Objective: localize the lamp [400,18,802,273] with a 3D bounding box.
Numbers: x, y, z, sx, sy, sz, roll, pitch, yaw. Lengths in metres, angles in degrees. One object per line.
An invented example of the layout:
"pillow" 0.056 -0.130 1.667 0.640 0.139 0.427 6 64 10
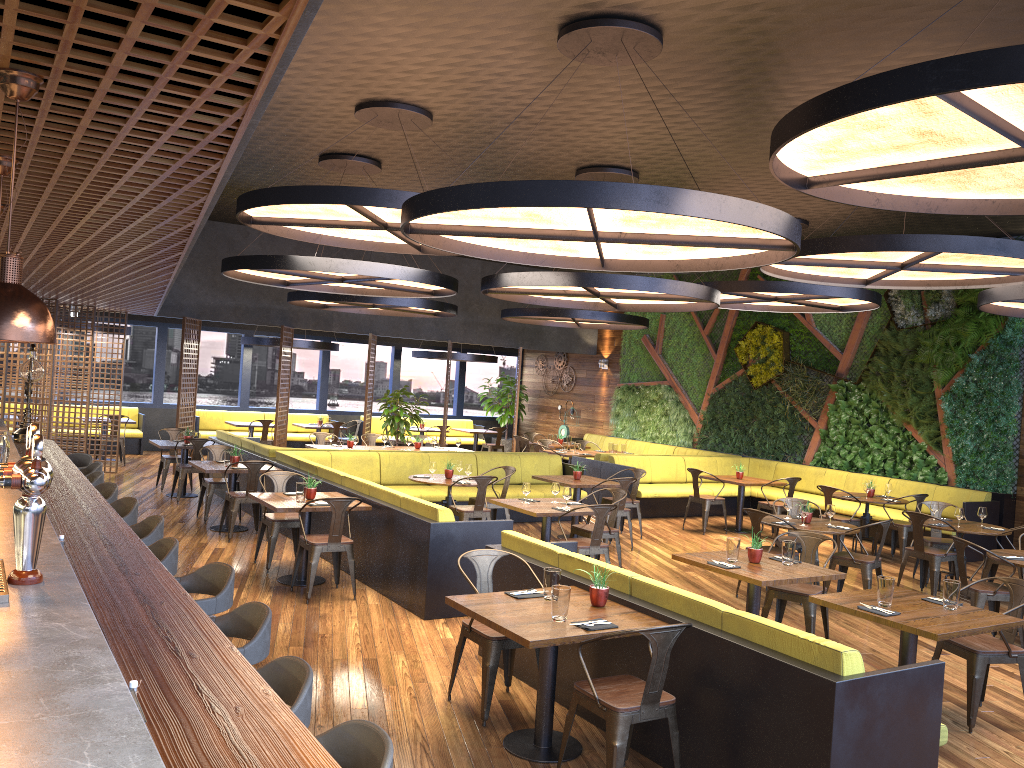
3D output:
"lamp" 0.649 -1.718 6.326 2.778 1.475 2.778 4 0 23

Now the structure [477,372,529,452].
"structure" -0.156 0.785 22.343 1.493 2.184 1.272 4 0 -32

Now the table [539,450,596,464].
"table" 1.072 1.618 15.997 0.887 0.763 0.906 4 0 -32

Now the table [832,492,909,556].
"table" 4.731 1.890 11.854 1.007 0.760 1.007 4 0 26

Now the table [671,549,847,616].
"table" 1.813 1.726 6.650 0.887 0.763 0.906 4 0 -32

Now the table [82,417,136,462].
"table" -7.545 1.035 16.456 0.887 0.763 0.906 4 0 -32

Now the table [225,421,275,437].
"table" -5.252 1.181 17.873 0.887 0.763 0.906 4 0 -32

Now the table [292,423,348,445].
"table" -4.063 1.257 18.612 0.906 0.763 0.887 4 0 -32

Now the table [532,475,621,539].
"table" 0.850 1.631 11.575 0.887 0.763 0.906 4 0 -32

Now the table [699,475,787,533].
"table" 3.398 1.793 13.150 0.887 0.763 0.906 4 0 -32

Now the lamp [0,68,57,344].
"lamp" -1.272 -0.446 2.248 0.250 0.673 0.250 4 0 -44

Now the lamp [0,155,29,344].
"lamp" -1.897 -0.494 3.264 0.250 0.673 0.250 4 0 1

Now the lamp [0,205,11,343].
"lamp" -2.576 -0.547 4.369 0.250 0.673 0.250 4 0 1

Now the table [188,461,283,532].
"table" -3.345 1.354 10.627 0.887 0.763 0.906 4 0 -32

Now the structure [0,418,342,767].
"structure" -3.349 0.422 4.304 2.700 2.700 9.298 4 0 -32

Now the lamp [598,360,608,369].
"lamp" 2.062 -0.455 20.288 0.189 0.215 0.215 4 0 -32

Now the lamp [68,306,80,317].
"lamp" -7.027 -1.168 14.230 0.228 0.172 0.228 4 0 -32

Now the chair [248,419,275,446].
"chair" -4.880 1.130 17.279 0.504 0.917 0.541 4 0 -31

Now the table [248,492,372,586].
"table" -1.932 1.463 8.329 0.887 0.763 0.906 4 0 -32

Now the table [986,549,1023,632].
"table" 4.648 1.910 7.671 1.007 0.760 1.007 4 0 -38

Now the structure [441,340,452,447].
"structure" -1.355 0.471 18.218 0.050 2.700 0.852 4 0 -2

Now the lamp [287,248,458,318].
"lamp" -2.244 -1.964 14.666 2.778 1.475 2.778 4 0 -31

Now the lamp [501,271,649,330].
"lamp" 1.221 -1.820 16.710 2.778 1.362 2.778 4 0 23

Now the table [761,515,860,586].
"table" 2.971 1.789 9.005 1.007 0.760 1.007 4 0 -44

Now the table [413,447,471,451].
"table" -1.140 1.477 14.813 0.906 0.763 0.887 4 0 -32

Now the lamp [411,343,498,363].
"lamp" -1.245 -1.629 20.376 1.979 2.172 1.979 4 0 43

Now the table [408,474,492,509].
"table" -0.769 1.527 10.704 1.007 0.760 1.007 4 0 6

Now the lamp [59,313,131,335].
"lamp" -7.976 -2.055 16.216 1.979 2.172 1.979 4 0 -25

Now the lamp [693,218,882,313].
"lamp" 3.795 -1.723 12.626 2.778 1.159 2.778 4 0 -42

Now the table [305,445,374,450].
"table" -2.676 1.379 13.858 0.906 0.763 0.887 4 0 -32

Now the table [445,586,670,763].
"table" 0.211 1.629 4.903 0.906 0.763 0.887 4 0 -32

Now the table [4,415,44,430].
"table" -8.734 0.960 15.721 0.887 0.763 0.906 4 0 -32

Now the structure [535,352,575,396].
"structure" 1.038 -0.295 22.036 0.058 1.178 1.791 4 0 -32

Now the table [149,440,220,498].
"table" -4.762 1.244 12.922 0.887 0.763 0.906 4 0 -32

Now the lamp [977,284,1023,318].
"lamp" 6.380 -1.426 9.087 2.778 1.362 2.778 4 0 27

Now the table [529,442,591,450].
"table" 0.935 1.598 17.896 0.887 0.763 0.906 4 0 -32

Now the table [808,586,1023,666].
"table" 2.493 1.778 5.547 0.906 0.763 0.887 4 0 -32

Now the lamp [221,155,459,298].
"lamp" -1.992 -1.923 10.661 2.778 1.475 2.778 4 0 -28

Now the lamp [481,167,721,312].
"lamp" 1.068 -1.715 10.411 2.778 1.475 2.778 4 0 17

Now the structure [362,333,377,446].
"structure" -2.799 0.379 17.325 0.050 2.700 0.852 4 0 -2

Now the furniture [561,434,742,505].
"furniture" 1.591 1.570 17.063 3.378 0.916 4.755 4 0 -32

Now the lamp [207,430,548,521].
"lamp" -3.945 0.324 12.558 9.057 2.714 3.017 4 0 -32

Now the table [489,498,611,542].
"table" 0.358 1.613 9.044 0.906 0.763 0.887 4 0 -32

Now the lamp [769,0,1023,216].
"lamp" 2.841 -1.738 4.685 2.778 1.159 2.778 4 0 4

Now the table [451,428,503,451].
"table" -0.835 1.462 20.604 0.887 0.763 0.906 4 0 -32

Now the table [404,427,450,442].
"table" -2.025 1.386 19.872 0.906 0.763 0.887 4 0 -32

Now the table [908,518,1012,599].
"table" 4.843 1.911 9.659 1.007 0.760 1.007 4 0 26

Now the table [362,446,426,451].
"table" -1.906 1.428 14.334 0.906 0.763 0.887 4 0 -32

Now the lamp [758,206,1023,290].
"lamp" 3.950 -1.689 8.899 2.778 1.159 2.778 4 0 36

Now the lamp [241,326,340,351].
"lamp" -4.514 -1.835 18.356 1.979 2.172 1.979 4 0 13

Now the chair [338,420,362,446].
"chair" -3.508 1.213 18.933 0.541 0.917 0.504 4 0 -31

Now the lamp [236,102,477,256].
"lamp" -1.178 -2.033 8.569 2.778 1.159 2.778 4 0 19

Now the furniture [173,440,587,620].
"furniture" -0.905 1.436 11.652 4.895 0.914 7.462 4 0 -37

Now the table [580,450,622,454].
"table" 1.864 1.669 16.486 0.887 0.763 0.906 4 0 -32

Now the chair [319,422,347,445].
"chair" -3.665 1.208 18.029 0.504 0.917 0.541 4 0 -31

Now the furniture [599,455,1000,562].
"furniture" 4.016 1.759 13.116 3.372 0.914 4.503 4 0 -32
